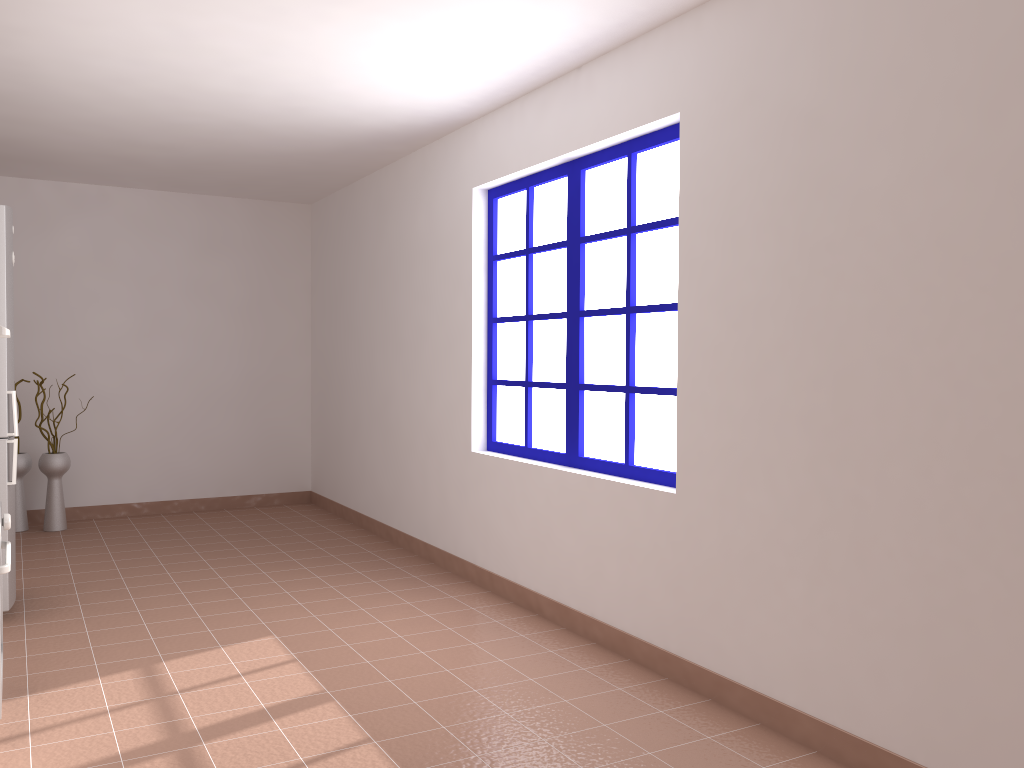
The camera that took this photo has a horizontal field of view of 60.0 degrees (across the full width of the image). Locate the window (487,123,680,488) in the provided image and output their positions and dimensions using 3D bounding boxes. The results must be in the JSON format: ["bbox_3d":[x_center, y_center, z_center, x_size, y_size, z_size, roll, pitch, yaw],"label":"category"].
[{"bbox_3d":[0.296,-0.324,4.140,0.035,1.430,1.699,-1,2,-29],"label":"window"}]

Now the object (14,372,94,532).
[{"bbox_3d":[-3.230,0.470,6.190,0.655,1.112,0.284,0,2,-10],"label":"object"}]

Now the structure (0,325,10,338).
[{"bbox_3d":[-1.706,-0.118,2.959,0.056,0.454,0.614,-1,2,-29],"label":"structure"}]

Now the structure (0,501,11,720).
[{"bbox_3d":[-1.717,0.730,2.982,0.058,0.592,0.596,-1,2,-29],"label":"structure"}]

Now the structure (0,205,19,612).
[{"bbox_3d":[-2.425,0.098,4.262,0.089,1.862,0.604,-1,2,-29],"label":"structure"}]
